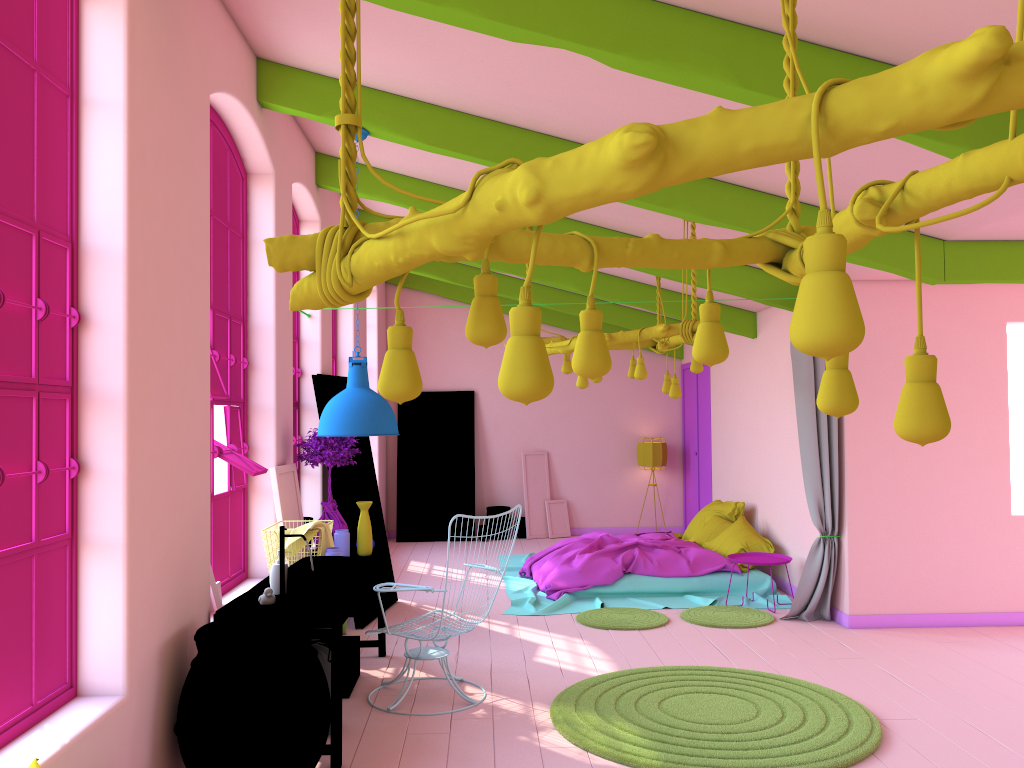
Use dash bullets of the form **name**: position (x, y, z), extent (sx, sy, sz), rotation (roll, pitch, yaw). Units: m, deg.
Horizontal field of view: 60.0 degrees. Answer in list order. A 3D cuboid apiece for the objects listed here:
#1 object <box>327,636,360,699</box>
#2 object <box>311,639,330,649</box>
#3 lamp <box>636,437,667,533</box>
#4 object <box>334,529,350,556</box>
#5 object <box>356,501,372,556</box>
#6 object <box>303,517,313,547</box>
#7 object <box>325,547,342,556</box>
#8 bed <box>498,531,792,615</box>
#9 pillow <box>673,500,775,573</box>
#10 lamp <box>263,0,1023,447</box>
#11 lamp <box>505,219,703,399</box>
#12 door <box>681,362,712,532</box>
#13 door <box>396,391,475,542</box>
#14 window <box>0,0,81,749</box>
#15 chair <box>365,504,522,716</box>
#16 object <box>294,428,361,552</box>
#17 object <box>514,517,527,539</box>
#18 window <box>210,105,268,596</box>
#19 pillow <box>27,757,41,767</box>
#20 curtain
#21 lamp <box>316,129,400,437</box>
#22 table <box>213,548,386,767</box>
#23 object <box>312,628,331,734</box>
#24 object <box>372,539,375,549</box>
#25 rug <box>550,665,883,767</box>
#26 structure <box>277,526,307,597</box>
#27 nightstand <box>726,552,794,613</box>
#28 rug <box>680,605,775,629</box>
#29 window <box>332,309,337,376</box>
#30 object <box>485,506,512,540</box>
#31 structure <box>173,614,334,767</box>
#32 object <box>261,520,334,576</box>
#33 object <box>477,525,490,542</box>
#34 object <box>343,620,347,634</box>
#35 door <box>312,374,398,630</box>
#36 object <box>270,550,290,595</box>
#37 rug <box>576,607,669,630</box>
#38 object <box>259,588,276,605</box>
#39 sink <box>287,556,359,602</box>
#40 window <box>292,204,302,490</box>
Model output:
- **object**: position (-1.281, 1.899, 5.964), extent (0.446, 0.277, 0.522), rotation (-1, -2, -2)
- **object**: position (-1.309, 1.801, 5.821), extent (0.300, 0.448, 0.672), rotation (0, -2, -26)
- **lamp**: position (2.111, 1.522, 13.162), extent (0.491, 1.466, 0.476), rotation (-1, -2, 28)
- **object**: position (-1.214, 1.141, 6.334), extent (0.109, 0.197, 0.109), rotation (-2, -2, 35)
- **object**: position (-1.066, 1.046, 6.412), extent (0.116, 0.382, 0.116), rotation (0, -2, -28)
- **object**: position (-1.762, 1.253, 7.389), extent (0.223, 0.272, 0.223), rotation (0, -2, -15)
- **object**: position (-1.110, 1.119, 5.516), extent (0.109, 0.197, 0.109), rotation (0, -2, -10)
- **bed**: position (1.236, 1.907, 9.869), extent (2.802, 0.513, 3.577), rotation (0, -2, -2)
- **pillow**: position (2.313, 1.743, 10.168), extent (0.848, 0.822, 2.618), rotation (0, -2, -12)
- **lamp**: position (0.409, -1.006, 1.734), extent (1.610, 2.264, 1.776), rotation (0, -2, -20)
- **lamp**: position (0.954, -1.001, 7.302), extent (1.610, 2.264, 1.776), rotation (0, -2, -20)
- **door**: position (2.638, 0.967, 12.654), extent (0.108, 2.590, 1.677), rotation (-1, -2, -2)
- **door**: position (-1.124, 1.205, 13.131), extent (1.153, 2.210, 0.450), rotation (-1, -2, -2)
- **window**: position (-1.732, -0.288, 2.957), extent (0.072, 3.046, 1.275), rotation (-1, -2, -2)
- **chair**: position (-0.487, 1.406, 5.720), extent (0.925, 1.238, 1.079), rotation (-2, -2, 33)
- **object**: position (-1.338, 0.772, 6.464), extent (0.441, 0.950, 0.503), rotation (1, -2, -42)
- **object**: position (0.152, 2.143, 13.211), extent (0.260, 0.306, 0.260), rotation (-2, -2, 30)
- **window**: position (-1.824, -0.187, 5.415), extent (0.492, 3.002, 1.498), rotation (-1, -2, -2)
- **pillow**: position (-1.179, 1.264, 1.787), extent (0.578, 0.399, 1.998), rotation (-1, -2, -2)
- **curtain**: position (2.642, 0.669, 7.722), extent (0.518, 2.784, 0.525), rotation (0, -2, -21)
- **lamp**: position (-1.002, -0.668, 5.750), extent (0.529, 2.001, 0.529), rotation (-1, -2, 30)
- **table**: position (-1.249, 1.616, 5.651), extent (0.655, 0.820, 2.193), rotation (-1, -2, -2)
- **object**: position (0.066, 1.069, 1.453), extent (2.827, 1.579, 7.867), rotation (-1, -2, -1)
- **object**: position (-1.091, 1.134, 6.608), extent (0.132, 0.219, 0.132), rotation (-1, -2, 15)
- **rug**: position (1.182, 1.966, 5.307), extent (1.889, 0.050, 1.889), rotation (0, -2, -15)
- **structure**: position (-1.247, 1.002, 4.992), extent (0.166, 0.396, 0.087), rotation (-1, -2, 7)
- **nightstand**: position (2.338, 1.860, 8.364), extent (0.596, 0.458, 0.596), rotation (-2, -2, 35)
- **rug**: position (1.907, 2.065, 7.875), extent (0.792, 0.021, 0.793), rotation (-2, -2, 25)
- **window**: position (-1.965, -0.041, 9.238), extent (0.214, 3.008, 1.514), rotation (-1, -2, -2)
- **object**: position (-0.199, 2.056, 13.126), extent (0.386, 0.471, 0.386), rotation (-2, -2, 40)
- **structure**: position (-1.198, 1.549, 4.143), extent (0.718, 0.844, 0.718), rotation (1, -2, -35)
- **object**: position (-1.332, 1.046, 5.688), extent (0.444, 0.369, 0.633), rotation (-1, -2, -2)
- **object**: position (-0.411, 2.173, 12.896), extent (0.199, 0.234, 0.199), rotation (1, -2, -35)
- **object**: position (-1.466, 1.864, 7.435), extent (0.137, 0.462, 0.284), rotation (0, -2, -17)
- **door**: position (-1.429, 1.024, 8.200), extent (0.450, 2.210, 1.153), rotation (-1, -2, 8)
- **object**: position (-1.278, 1.087, 5.247), extent (0.165, 0.250, 0.411), rotation (-2, -2, 33)
- **rug**: position (0.972, 2.073, 7.842), extent (0.792, 0.021, 0.793), rotation (0, -2, -19)
- **object**: position (-1.315, 1.136, 4.768), extent (0.088, 0.088, 0.086), rotation (-1, -2, 15)
- **sink**: position (-1.061, 1.100, 5.021), extent (0.340, 0.194, 0.609), rotation (-1, -2, -2)
- **window**: position (-1.886, -0.123, 7.333), extent (0.072, 3.046, 1.275), rotation (-1, -2, -2)
